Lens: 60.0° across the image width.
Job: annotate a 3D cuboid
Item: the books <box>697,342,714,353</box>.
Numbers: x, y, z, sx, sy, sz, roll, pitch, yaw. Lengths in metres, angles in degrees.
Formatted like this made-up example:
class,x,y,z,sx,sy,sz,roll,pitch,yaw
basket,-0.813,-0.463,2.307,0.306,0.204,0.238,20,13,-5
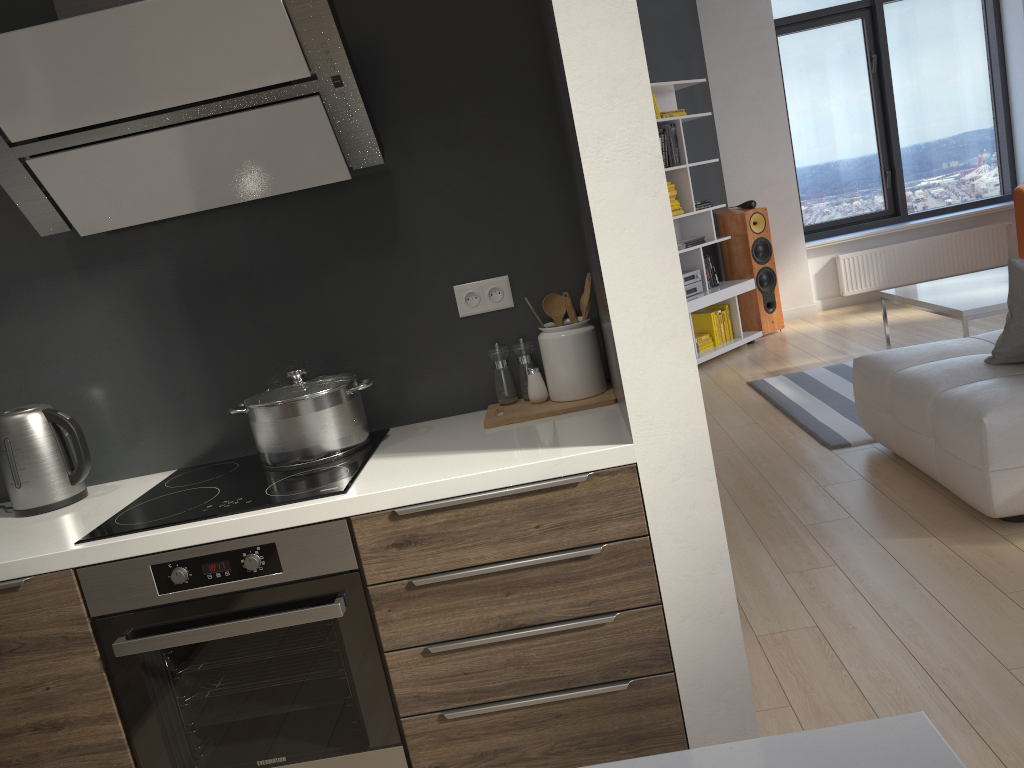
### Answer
class,x,y,z,sx,sy,sz,roll,pitch,yaw
books,1.419,-0.277,6.740,0.190,0.033,0.147,-21,14,-40

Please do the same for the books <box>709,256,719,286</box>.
class,x,y,z,sx,sy,sz,roll,pitch,yaw
books,1.509,-0.873,6.920,0.066,0.242,0.177,-21,14,-40

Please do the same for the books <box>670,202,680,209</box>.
class,x,y,z,sx,sy,sz,roll,pitch,yaw
books,1.100,-1.307,6.610,0.243,0.042,0.189,-21,14,-40

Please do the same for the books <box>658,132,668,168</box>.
class,x,y,z,sx,sy,sz,roll,pitch,yaw
books,1.060,-1.706,6.536,0.066,0.260,0.197,-21,14,-40

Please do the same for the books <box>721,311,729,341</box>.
class,x,y,z,sx,sy,sz,roll,pitch,yaw
books,1.589,-0.447,6.899,0.024,0.234,0.172,-21,14,-40

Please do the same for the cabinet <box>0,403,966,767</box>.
class,x,y,z,sx,sy,sz,roll,pitch,yaw
cabinet,-0.920,0.268,0.060,2.402,2.501,4.694,-11,10,4

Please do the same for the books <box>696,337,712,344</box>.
class,x,y,z,sx,sy,sz,roll,pitch,yaw
books,1.410,-0.327,6.731,0.187,0.014,0.134,-21,14,-40

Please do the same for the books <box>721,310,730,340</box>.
class,x,y,z,sx,sy,sz,roll,pitch,yaw
books,1.605,-0.455,6.919,0.024,0.234,0.172,-21,14,-40

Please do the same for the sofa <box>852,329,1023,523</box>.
class,x,y,z,sx,sy,sz,roll,pitch,yaw
sofa,3.211,-0.414,4.001,3.424,0.732,2.614,-11,10,4

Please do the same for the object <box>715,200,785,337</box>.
class,x,y,z,sx,sy,sz,roll,pitch,yaw
object,1.904,-0.935,7.229,0.290,1.088,0.434,-17,12,-26

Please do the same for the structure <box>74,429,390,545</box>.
class,x,y,z,sx,sy,sz,roll,pitch,yaw
structure,-0.630,0.230,2.137,0.600,0.006,0.550,-11,10,4

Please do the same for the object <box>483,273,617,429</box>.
class,x,y,z,sx,sy,sz,roll,pitch,yaw
object,0.065,-0.094,2.234,0.330,0.316,0.221,-11,10,4

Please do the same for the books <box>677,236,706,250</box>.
class,x,y,z,sx,sy,sz,roll,pitch,yaw
books,1.293,-1.066,6.771,0.250,0.047,0.310,-2,14,44

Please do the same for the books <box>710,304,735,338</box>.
class,x,y,z,sx,sy,sz,roll,pitch,yaw
books,1.632,-0.487,6.962,0.025,0.270,0.213,-21,14,-40

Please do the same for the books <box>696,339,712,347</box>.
class,x,y,z,sx,sy,sz,roll,pitch,yaw
books,1.418,-0.311,6.719,0.169,0.018,0.113,-20,13,-39

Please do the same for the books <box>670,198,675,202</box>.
class,x,y,z,sx,sy,sz,roll,pitch,yaw
books,1.087,-1.348,6.590,0.217,0.023,0.145,-19,13,-36

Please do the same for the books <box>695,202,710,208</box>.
class,x,y,z,sx,sy,sz,roll,pitch,yaw
books,1.407,-1.365,6.815,0.198,0.015,0.142,-21,14,-42

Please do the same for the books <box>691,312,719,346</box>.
class,x,y,z,sx,sy,sz,roll,pitch,yaw
books,1.477,-0.417,6.803,0.044,0.255,0.198,-21,14,-40

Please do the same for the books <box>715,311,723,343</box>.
class,x,y,z,sx,sy,sz,roll,pitch,yaw
books,1.527,-0.434,6.848,0.019,0.251,0.180,-21,14,-40

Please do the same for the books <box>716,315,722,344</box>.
class,x,y,z,sx,sy,sz,roll,pitch,yaw
books,1.527,-0.416,6.823,0.024,0.229,0.156,-21,14,-40

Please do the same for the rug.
class,x,y,z,sx,sy,sz,roll,pitch,yaw
rug,2.624,-0.078,4.840,2.326,0.016,1.662,-11,10,4

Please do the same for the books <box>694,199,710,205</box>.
class,x,y,z,sx,sy,sz,roll,pitch,yaw
books,1.394,-1.385,6.824,0.213,0.023,0.161,-20,13,-37

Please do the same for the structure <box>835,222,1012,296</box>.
class,x,y,z,sx,sy,sz,roll,pitch,yaw
structure,3.551,-1.023,7.607,1.474,0.460,0.110,-11,10,4

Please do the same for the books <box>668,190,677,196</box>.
class,x,y,z,sx,sy,sz,roll,pitch,yaw
books,1.084,-1.398,6.607,0.239,0.033,0.176,-20,13,-37

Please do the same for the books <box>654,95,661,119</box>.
class,x,y,z,sx,sy,sz,roll,pitch,yaw
books,0.998,-1.999,6.435,0.044,0.184,0.142,-20,14,-39

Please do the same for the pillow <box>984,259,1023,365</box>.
class,x,y,z,sx,sy,sz,roll,pitch,yaw
pillow,3.135,-0.583,3.473,2.953,0.453,0.647,-13,11,-8

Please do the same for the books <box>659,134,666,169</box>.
class,x,y,z,sx,sy,sz,roll,pitch,yaw
books,1.037,-1.692,6.514,0.084,0.249,0.191,-21,14,-40

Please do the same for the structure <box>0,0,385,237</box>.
class,x,y,z,sx,sy,sz,roll,pitch,yaw
structure,-0.854,-0.898,2.013,0.898,0.998,0.407,-11,10,4

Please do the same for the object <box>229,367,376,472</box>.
class,x,y,z,sx,sy,sz,roll,pitch,yaw
object,-0.516,0.069,2.232,0.315,0.223,0.288,-1,15,44

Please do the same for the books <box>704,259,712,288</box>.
class,x,y,z,sx,sy,sz,roll,pitch,yaw
books,1.449,-0.848,6.871,0.049,0.236,0.170,-21,14,-40

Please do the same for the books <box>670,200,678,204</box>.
class,x,y,z,sx,sy,sz,roll,pitch,yaw
books,1.084,-1.334,6.614,0.251,0.014,0.189,-20,13,-37

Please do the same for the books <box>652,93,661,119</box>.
class,x,y,z,sx,sy,sz,roll,pitch,yaw
books,0.988,-1.993,6.414,0.064,0.184,0.141,-20,14,-39

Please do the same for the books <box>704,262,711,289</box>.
class,x,y,z,sx,sy,sz,roll,pitch,yaw
books,1.427,-0.842,6.860,0.053,0.240,0.189,-21,14,-40

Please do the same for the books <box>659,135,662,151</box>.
class,x,y,z,sx,sy,sz,roll,pitch,yaw
books,1.018,-1.679,6.482,0.071,0.243,0.179,-21,14,-41

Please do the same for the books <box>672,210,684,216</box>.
class,x,y,z,sx,sy,sz,roll,pitch,yaw
books,1.123,-1.251,6.612,0.257,0.028,0.194,-19,13,-35

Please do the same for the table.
class,x,y,z,sx,sy,sz,roll,pitch,yaw
table,2.813,-0.359,4.904,1.091,0.435,1.091,-11,10,4

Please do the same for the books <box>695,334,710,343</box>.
class,x,y,z,sx,sy,sz,roll,pitch,yaw
books,1.394,-0.346,6.734,0.186,0.026,0.138,-21,14,-40

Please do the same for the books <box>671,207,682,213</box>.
class,x,y,z,sx,sy,sz,roll,pitch,yaw
books,1.110,-1.275,6.612,0.257,0.024,0.203,-20,13,-37

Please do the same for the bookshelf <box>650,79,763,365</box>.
class,x,y,z,sx,sy,sz,roll,pitch,yaw
bookshelf,0.552,-0.923,5.998,3.000,2.052,0.455,-21,14,-40

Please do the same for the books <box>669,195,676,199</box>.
class,x,y,z,sx,sy,sz,roll,pitch,yaw
books,1.080,-1.371,6.607,0.239,0.019,0.171,-21,14,-40

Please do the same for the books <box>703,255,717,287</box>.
class,x,y,z,sx,sy,sz,roll,pitch,yaw
books,1.481,-0.870,6.905,0.066,0.255,0.193,-21,14,-41

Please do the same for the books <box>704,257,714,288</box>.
class,x,y,z,sx,sy,sz,roll,pitch,yaw
books,1.469,-0.858,6.879,0.050,0.242,0.169,-21,14,-41

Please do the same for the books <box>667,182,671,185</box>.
class,x,y,z,sx,sy,sz,roll,pitch,yaw
books,1.049,-1.468,6.604,0.223,0.023,0.163,-19,13,-36

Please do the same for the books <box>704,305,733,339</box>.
class,x,y,z,sx,sy,sz,roll,pitch,yaw
books,1.618,-0.479,6.939,0.029,0.270,0.204,-21,14,-40

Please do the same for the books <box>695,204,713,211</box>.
class,x,y,z,sx,sy,sz,roll,pitch,yaw
books,1.413,-1.348,6.817,0.213,0.023,0.161,-20,13,-37

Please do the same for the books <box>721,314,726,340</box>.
class,x,y,z,sx,sy,sz,roll,pitch,yaw
books,1.569,-0.443,6.886,0.023,0.239,0.169,-21,14,-40

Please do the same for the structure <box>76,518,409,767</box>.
class,x,y,z,sx,sy,sz,roll,pitch,yaw
structure,-0.563,0.568,2.154,0.587,0.588,0.584,-11,10,4

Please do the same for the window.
class,x,y,z,sx,sy,sz,roll,pitch,yaw
window,3.217,-2.592,7.648,1.960,2.402,0.170,-11,10,4

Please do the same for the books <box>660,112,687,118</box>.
class,x,y,z,sx,sy,sz,roll,pitch,yaw
books,1.142,-1.980,6.609,0.257,0.028,0.194,-19,13,-35

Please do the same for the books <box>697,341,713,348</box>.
class,x,y,z,sx,sy,sz,roll,pitch,yaw
books,1.412,-0.299,6.739,0.196,0.011,0.148,-21,14,-40

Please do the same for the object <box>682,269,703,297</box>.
class,x,y,z,sx,sy,sz,roll,pitch,yaw
object,1.247,-0.742,6.692,0.285,0.174,0.270,-21,14,-40

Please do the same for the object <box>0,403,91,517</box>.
class,x,y,z,sx,sy,sz,roll,pitch,yaw
object,-1.381,0.189,2.326,0.590,0.318,0.179,-10,11,11

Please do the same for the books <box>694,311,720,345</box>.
class,x,y,z,sx,sy,sz,roll,pitch,yaw
books,1.496,-0.427,6.824,0.015,0.263,0.199,-21,14,-40

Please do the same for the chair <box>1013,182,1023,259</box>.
class,x,y,z,sx,sy,sz,roll,pitch,yaw
chair,4.348,-1.226,6.695,0.896,0.858,0.843,-4,13,35

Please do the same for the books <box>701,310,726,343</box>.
class,x,y,z,sx,sy,sz,roll,pitch,yaw
books,1.548,-0.441,6.864,0.035,0.250,0.185,-21,14,-40

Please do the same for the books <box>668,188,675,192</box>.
class,x,y,z,sx,sy,sz,roll,pitch,yaw
books,1.072,-1.424,6.600,0.227,0.022,0.160,-17,12,-25

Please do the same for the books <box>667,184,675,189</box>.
class,x,y,z,sx,sy,sz,roll,pitch,yaw
books,1.075,-1.448,6.598,0.223,0.023,0.163,-19,13,-36

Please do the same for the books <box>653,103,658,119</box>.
class,x,y,z,sx,sy,sz,roll,pitch,yaw
books,0.983,-1.974,6.390,0.046,0.161,0.108,-21,14,-41

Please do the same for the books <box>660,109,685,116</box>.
class,x,y,z,sx,sy,sz,roll,pitch,yaw
books,1.129,-2.004,6.608,0.257,0.024,0.203,-20,13,-37

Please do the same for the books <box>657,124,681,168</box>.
class,x,y,z,sx,sy,sz,roll,pitch,yaw
books,1.106,-1.756,6.615,0.128,0.321,0.259,-21,14,-40
